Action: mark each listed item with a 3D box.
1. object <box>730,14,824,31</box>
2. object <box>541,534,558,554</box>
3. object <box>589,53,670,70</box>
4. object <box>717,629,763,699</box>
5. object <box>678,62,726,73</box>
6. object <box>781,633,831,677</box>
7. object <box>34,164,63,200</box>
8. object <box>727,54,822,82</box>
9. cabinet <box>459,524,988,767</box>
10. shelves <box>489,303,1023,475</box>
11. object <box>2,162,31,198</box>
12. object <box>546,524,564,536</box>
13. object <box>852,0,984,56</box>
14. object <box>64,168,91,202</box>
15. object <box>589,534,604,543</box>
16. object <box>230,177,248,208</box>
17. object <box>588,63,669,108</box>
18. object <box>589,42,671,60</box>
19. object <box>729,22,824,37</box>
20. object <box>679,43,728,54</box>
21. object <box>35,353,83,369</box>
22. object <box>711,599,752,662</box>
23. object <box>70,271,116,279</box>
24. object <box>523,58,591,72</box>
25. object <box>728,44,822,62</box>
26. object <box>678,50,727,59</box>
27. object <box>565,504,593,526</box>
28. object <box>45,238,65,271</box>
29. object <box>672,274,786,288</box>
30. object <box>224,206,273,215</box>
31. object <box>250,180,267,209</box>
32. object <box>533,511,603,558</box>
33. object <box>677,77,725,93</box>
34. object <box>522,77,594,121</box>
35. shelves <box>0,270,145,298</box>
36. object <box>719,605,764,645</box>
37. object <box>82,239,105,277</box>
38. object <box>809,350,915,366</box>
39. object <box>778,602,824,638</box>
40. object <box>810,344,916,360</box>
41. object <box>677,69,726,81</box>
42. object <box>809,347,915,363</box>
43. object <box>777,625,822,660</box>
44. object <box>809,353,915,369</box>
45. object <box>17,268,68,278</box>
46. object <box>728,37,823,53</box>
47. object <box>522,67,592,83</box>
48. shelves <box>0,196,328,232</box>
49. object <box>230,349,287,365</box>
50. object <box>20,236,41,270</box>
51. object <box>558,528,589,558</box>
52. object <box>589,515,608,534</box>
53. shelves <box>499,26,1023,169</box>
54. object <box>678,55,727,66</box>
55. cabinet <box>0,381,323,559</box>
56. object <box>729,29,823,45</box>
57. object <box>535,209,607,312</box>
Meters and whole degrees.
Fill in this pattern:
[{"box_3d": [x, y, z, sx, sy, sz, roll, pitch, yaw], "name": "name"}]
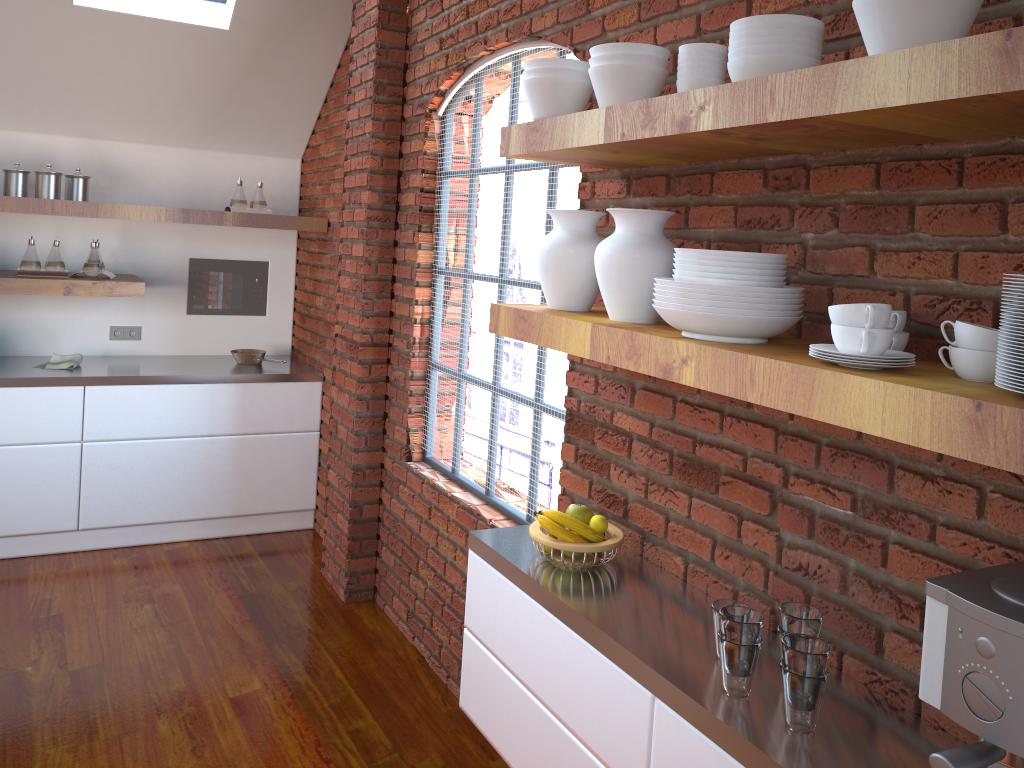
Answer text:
[{"box_3d": [0.482, -0.624, 1.610, 0.165, 0.060, 0.167, -2, 10, -33], "name": "object"}, {"box_3d": [0.094, 0.396, 2.181, 0.046, 0.045, 0.056, 4, 6, 5], "name": "object"}, {"box_3d": [0.258, -0.667, 1.966, 0.180, 0.103, 0.183, 5, 7, 8], "name": "object"}, {"box_3d": [0.399, 0.496, 1.555, 0.078, 0.103, 0.078, 4, 5, 2], "name": "object"}, {"box_3d": [0.390, -0.623, 1.817, 0.099, 0.060, 0.099, 5, 7, 11], "name": "object"}, {"box_3d": [0.481, 0.479, 1.451, 0.077, 0.103, 0.079, 2, 5, -16], "name": "object"}, {"box_3d": [-2.294, -1.002, 4.355, 0.127, 0.176, 0.129, 1, 5, -33], "name": "object"}, {"box_3d": [0.478, -0.556, 1.613, 0.165, 0.060, 0.167, -2, 10, -33], "name": "object"}, {"box_3d": [0.397, 0.761, 1.708, 0.336, 0.471, 1.641, 1, 9, -28], "name": "cabinet"}, {"box_3d": [0.447, -0.045, 1.680, 0.337, 0.076, 1.554, -1, 10, -28], "name": "shelves"}, {"box_3d": [-2.463, -1.015, 4.375, 0.127, 0.176, 0.129, 1, 5, -33], "name": "object"}, {"box_3d": [0.106, 0.349, 2.186, 0.051, 0.052, 0.045, -1, 7, -40], "name": "object"}, {"box_3d": [0.601, -0.520, 1.314, 0.181, 0.103, 0.182, 8, 9, 32], "name": "object"}, {"box_3d": [-2.245, -1.029, 4.544, 0.127, 0.176, 0.129, 1, 5, -33], "name": "object"}, {"box_3d": [0.197, 0.388, 2.205, 0.070, 0.069, 0.069, 2, 6, -19], "name": "object"}, {"box_3d": [-1.504, -1.043, 4.852, 0.093, 0.190, 0.094, 3, 3, -16], "name": "object"}, {"box_3d": [0.257, -0.646, 1.966, 0.180, 0.103, 0.183, 5, 7, 8], "name": "object"}, {"box_3d": [0.260, -0.690, 1.965, 0.180, 0.103, 0.183, 5, 7, 8], "name": "object"}, {"box_3d": [0.481, -0.611, 1.611, 0.165, 0.060, 0.167, -2, 10, -33], "name": "object"}, {"box_3d": [0.392, -0.662, 1.816, 0.099, 0.060, 0.099, 5, 7, 11], "name": "object"}, {"box_3d": [-2.312, -0.121, 4.491, 0.204, 0.061, 0.198, 3, 8, -6], "name": "object"}, {"box_3d": [0.417, 0.478, 1.683, 0.078, 0.103, 0.078, 6, 5, 32], "name": "object"}, {"box_3d": [-2.171, -0.572, 4.567, 0.194, 0.032, 0.226, 1, 9, -18], "name": "object"}, {"box_3d": [0.114, -0.731, 2.164, 0.180, 0.103, 0.183, 5, 7, 8], "name": "object"}, {"box_3d": [0.479, -0.572, 1.612, 0.165, 0.060, 0.167, -2, 10, -33], "name": "object"}, {"box_3d": [0.391, -0.649, 1.816, 0.099, 0.060, 0.099, 5, 7, 11], "name": "object"}, {"box_3d": [0.168, 0.332, 2.199, 0.069, 0.061, 0.069, 2, 6, -12], "name": "object"}, {"box_3d": [-2.311, -0.646, 4.454, 0.094, 0.191, 0.093, 4, 3, 15], "name": "object"}, {"box_3d": [0.414, -0.176, 1.692, 0.214, 0.055, 0.216, -3, 11, -36], "name": "object"}, {"box_3d": [-1.463, -0.961, 4.881, 0.223, 0.032, 0.197, -1, 10, -29], "name": "object"}, {"box_3d": [-1.410, -1.045, 4.906, 0.094, 0.191, 0.093, 4, 3, 15], "name": "object"}, {"box_3d": [0.132, 0.370, 2.122, 0.176, 0.094, 0.064, 5, 4, 9], "name": "object"}, {"box_3d": [0.388, -0.594, 1.818, 0.099, 0.060, 0.099, 5, 7, 11], "name": "object"}, {"box_3d": [0.111, -0.687, 2.166, 0.180, 0.103, 0.183, 5, 7, 8], "name": "object"}, {"box_3d": [-2.461, -0.515, 4.447, 1.064, 0.076, 0.662, -1, 10, -28], "name": "shelves"}, {"box_3d": [0.402, 0.458, 1.554, 0.078, 0.103, 0.078, 4, 5, 2], "name": "object"}, {"box_3d": [-2.166, -0.655, 4.565, 0.093, 0.191, 0.204, 2, 6, -19], "name": "object"}, {"box_3d": [0.543, -0.037, 1.369, 0.154, 0.012, 0.155, 7, 10, 22], "name": "object"}, {"box_3d": [0.517, 0.460, 1.587, 0.078, 0.103, 0.078, 4, 5, 2], "name": "object"}, {"box_3d": [0.543, -0.046, 1.369, 0.154, 0.012, 0.155, 7, 10, 22], "name": "object"}, {"box_3d": [0.389, -0.610, 1.818, 0.099, 0.060, 0.099, 5, 7, 11], "name": "object"}, {"box_3d": [0.543, -0.042, 1.369, 0.154, 0.012, 0.155, 7, 10, 22], "name": "object"}, {"box_3d": [0.515, 0.498, 1.589, 0.078, 0.103, 0.078, 4, 5, 2], "name": "object"}, {"box_3d": [0.543, -0.033, 1.369, 0.154, 0.012, 0.155, 7, 10, 22], "name": "object"}, {"box_3d": [-2.363, -0.562, 4.430, 0.223, 0.032, 0.197, -1, 10, -29], "name": "object"}, {"box_3d": [0.479, -0.586, 1.612, 0.165, 0.060, 0.167, -2, 10, -33], "name": "object"}, {"box_3d": [0.113, -0.708, 2.165, 0.180, 0.103, 0.183, 5, 7, 8], "name": "object"}, {"box_3d": [-2.035, -0.905, 4.647, 1.975, 0.076, 0.662, -1, 10, -28], "name": "shelves"}, {"box_3d": [-1.433, -0.137, 4.913, 0.351, 0.074, 0.194, 12, 11, 42], "name": "object"}, {"box_3d": [-2.405, -0.644, 4.400, 0.093, 0.190, 0.094, 3, 3, -16], "name": "object"}, {"box_3d": [0.149, 0.389, 2.156, 0.077, 0.065, 0.076, 4, 6, 5], "name": "object"}, {"box_3d": [0.213, 0.347, 2.172, 0.047, 0.046, 0.055, 5, 6, 13], "name": "object"}, {"box_3d": [0.475, -0.496, 1.665, 0.337, 0.076, 1.554, -1, 10, -28], "name": "shelves"}, {"box_3d": [0.391, -0.637, 1.817, 0.099, 0.060, 0.099, 5, 7, 11], "name": "object"}, {"box_3d": [-2.097, 0.351, 4.667, 1.981, 0.813, 0.719, -1, 6, -28], "name": "cabinet"}, {"box_3d": [0.480, -0.599, 1.611, 0.165, 0.060, 0.167, -2, 10, -33], "name": "object"}, {"box_3d": [0.153, -0.311, 2.217, 0.192, 0.248, 0.193, 4, 5, 11], "name": "object"}]
